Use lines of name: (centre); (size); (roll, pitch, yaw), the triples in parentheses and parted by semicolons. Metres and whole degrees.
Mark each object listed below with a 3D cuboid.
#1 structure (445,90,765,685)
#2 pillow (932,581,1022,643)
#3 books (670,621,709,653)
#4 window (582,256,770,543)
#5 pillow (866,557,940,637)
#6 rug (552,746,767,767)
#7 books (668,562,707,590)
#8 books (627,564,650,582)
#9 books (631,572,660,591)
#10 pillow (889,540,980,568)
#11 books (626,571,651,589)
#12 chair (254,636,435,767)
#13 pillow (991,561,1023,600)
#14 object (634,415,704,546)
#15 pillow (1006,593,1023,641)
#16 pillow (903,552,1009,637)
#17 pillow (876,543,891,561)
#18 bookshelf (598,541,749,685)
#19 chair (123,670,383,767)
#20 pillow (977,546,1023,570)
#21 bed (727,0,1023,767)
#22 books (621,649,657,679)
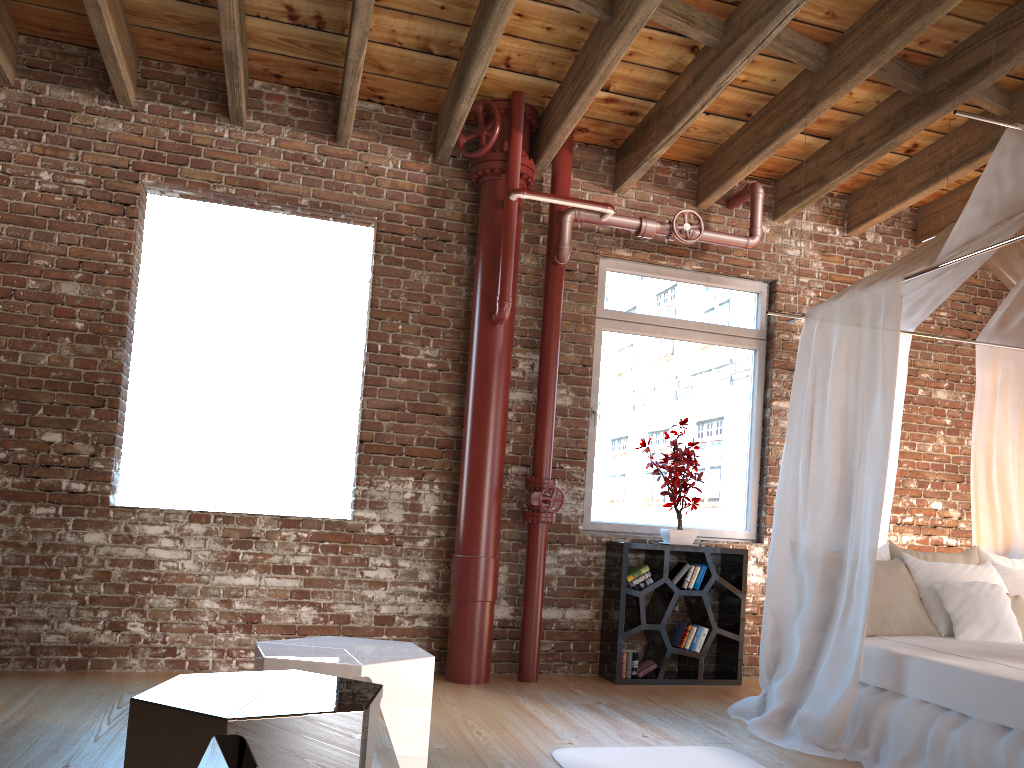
structure: (0.542, 0.059, 5.334); (2.007, 3.444, 0.577); (5, -4, -17)
pillow: (2.304, 1.124, 4.360); (0.384, 0.289, 0.217); (4, -6, -7)
books: (1.107, 1.575, 5.492); (0.204, 0.180, 0.134); (6, -6, -16)
window: (1.092, 0.119, 5.885); (1.350, 1.838, 0.168); (5, -4, -17)
pillow: (1.780, 1.066, 4.379); (0.616, 0.412, 0.359); (6, -6, -18)
rug: (0.711, 1.461, 3.093); (0.862, 0.007, 1.442); (6, -9, -13)
books: (1.081, 1.197, 5.502); (0.245, 0.165, 0.134); (6, -6, -16)
books: (0.749, 1.159, 5.402); (0.154, 0.108, 0.134); (6, -7, -15)
books: (0.814, 1.214, 5.420); (0.157, 0.113, 0.134); (6, -7, -15)
pillow: (2.291, 1.101, 4.746); (0.634, 0.492, 0.209); (6, -5, -17)
books: (0.759, 1.196, 5.404); (0.154, 0.108, 0.134); (6, -7, -15)
chair: (-0.569, 1.115, 2.885); (0.523, 0.487, 0.636); (-1, -9, 38)
pillow: (2.912, 1.187, 4.728); (0.630, 0.430, 0.294); (6, -6, -15)
object: (1.015, 0.594, 5.569); (0.418, 0.835, 0.396); (5, -5, -20)
pillow: (2.527, 1.176, 4.461); (0.290, 0.232, 0.162); (6, -6, -17)
pillow: (2.345, 1.090, 4.552); (0.615, 0.401, 0.349); (6, -6, -18)
pillow: (1.733, 1.057, 4.570); (0.635, 0.490, 0.199); (6, -5, -16)
bookshelf: (1.016, 1.435, 5.543); (0.859, 0.840, 0.293); (6, -5, -16)
chair: (-0.626, 1.002, 2.168); (0.603, 0.487, 0.551); (0, -8, 28)
pillow: (2.865, 1.168, 4.918); (0.633, 0.496, 0.208); (6, -5, -16)
bed: (2.639, -0.240, 3.834); (2.506, 3.859, 2.677); (5, -6, -15)
books: (0.758, 1.707, 5.379); (0.250, 0.159, 0.134); (6, -6, -16)
